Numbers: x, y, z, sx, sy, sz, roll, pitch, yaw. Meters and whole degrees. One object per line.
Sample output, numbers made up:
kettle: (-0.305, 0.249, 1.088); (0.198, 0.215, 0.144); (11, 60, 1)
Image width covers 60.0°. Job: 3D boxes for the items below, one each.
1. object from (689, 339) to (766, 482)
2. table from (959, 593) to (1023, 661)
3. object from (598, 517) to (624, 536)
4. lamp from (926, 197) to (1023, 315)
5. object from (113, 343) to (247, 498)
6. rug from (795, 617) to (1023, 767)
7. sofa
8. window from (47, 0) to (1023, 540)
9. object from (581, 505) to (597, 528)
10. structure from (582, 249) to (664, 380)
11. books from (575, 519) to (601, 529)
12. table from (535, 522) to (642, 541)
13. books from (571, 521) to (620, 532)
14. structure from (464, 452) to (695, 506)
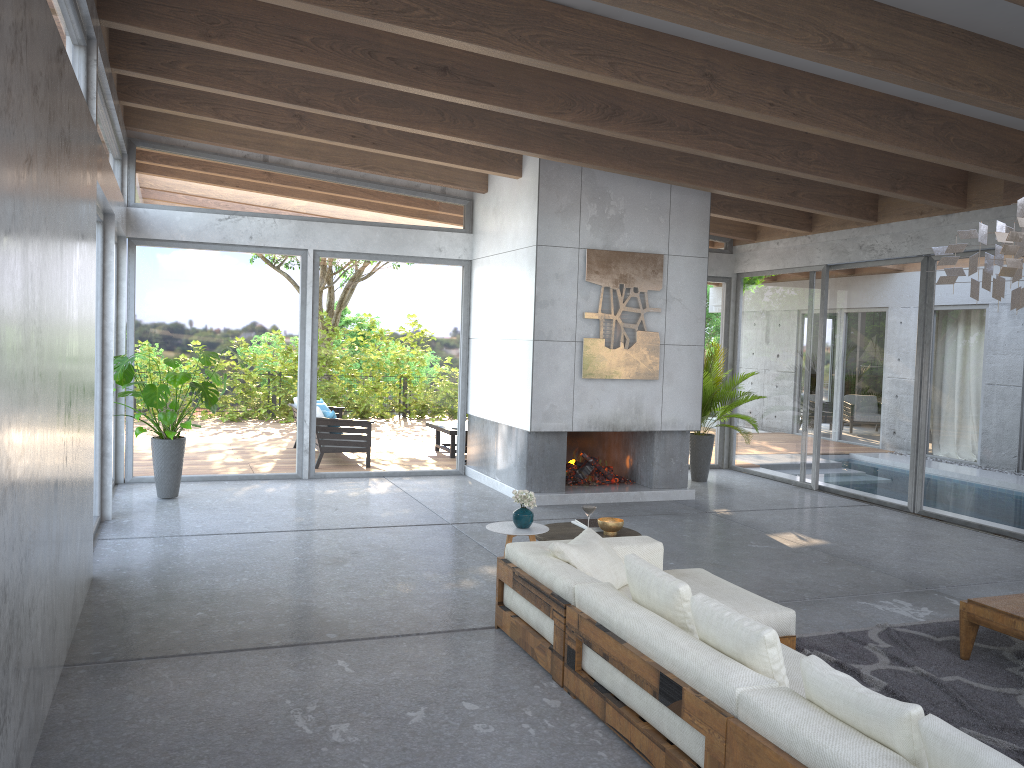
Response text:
object: (2.418, 0.321, 11.250); (1.484, 1.819, 1.798); (1, 3, -14)
table: (3.179, 1.406, 4.623); (1.048, 0.352, 1.112); (1, 3, -21)
object: (0.653, 0.948, 5.873); (0.173, 0.097, 0.173); (-1, 4, -41)
lamp: (2.382, -1.021, 4.063); (0.862, 1.400, 0.636); (3, 3, 26)
object: (-3.535, 0.360, 9.000); (1.416, 1.540, 1.731); (2, 3, -2)
rug: (2.629, 1.540, 4.482); (3.186, 0.056, 2.187); (1, 3, -20)
sofa: (1.489, 1.256, 3.872); (1.965, 0.777, 3.733); (1, 3, -21)
window: (3.241, -0.269, 4.237); (14.294, 3.764, 23.280); (1, 3, -21)
object: (0.490, 0.893, 5.689); (0.099, 0.212, 0.099); (2, 3, 10)
structure: (1.175, -0.724, 9.406); (0.919, 1.351, 0.041); (1, 3, -21)
books: (0.580, 0.962, 6.102); (0.205, 0.012, 0.290); (1, 3, -16)
table: (0.494, 1.211, 5.900); (0.725, 0.441, 0.725); (4, 3, 31)
books: (0.572, 0.975, 6.102); (0.220, 0.015, 0.303); (1, 3, -21)
structure: (0.719, 0.923, 10.537); (2.012, 0.595, 2.203); (1, 3, -21)
